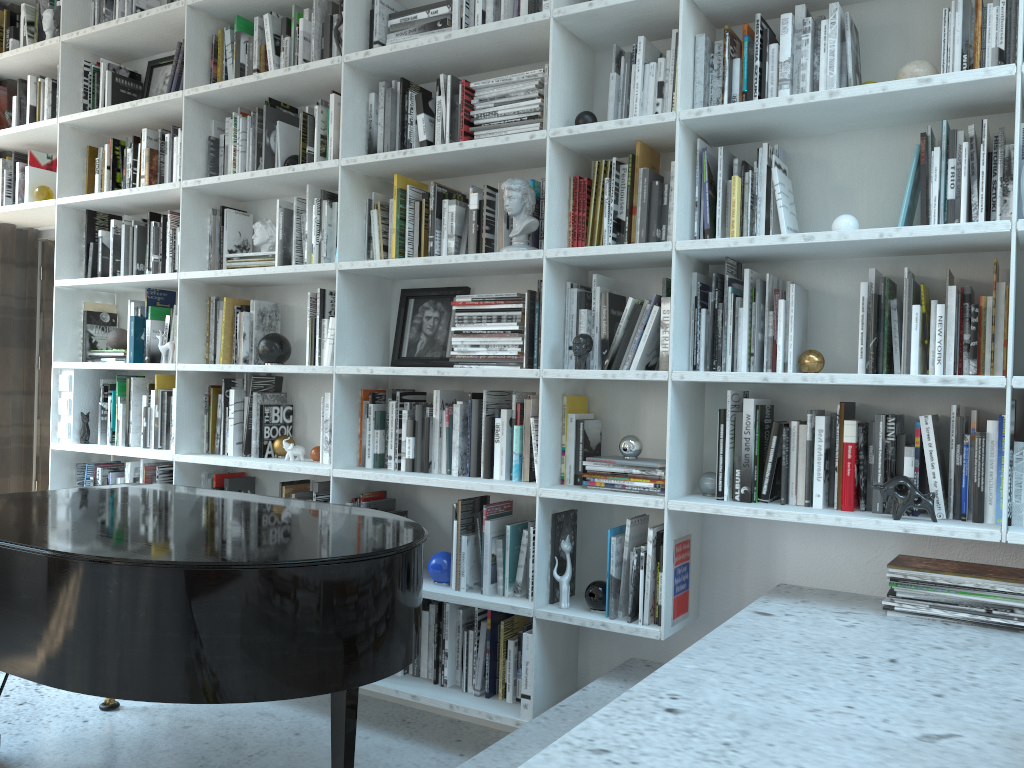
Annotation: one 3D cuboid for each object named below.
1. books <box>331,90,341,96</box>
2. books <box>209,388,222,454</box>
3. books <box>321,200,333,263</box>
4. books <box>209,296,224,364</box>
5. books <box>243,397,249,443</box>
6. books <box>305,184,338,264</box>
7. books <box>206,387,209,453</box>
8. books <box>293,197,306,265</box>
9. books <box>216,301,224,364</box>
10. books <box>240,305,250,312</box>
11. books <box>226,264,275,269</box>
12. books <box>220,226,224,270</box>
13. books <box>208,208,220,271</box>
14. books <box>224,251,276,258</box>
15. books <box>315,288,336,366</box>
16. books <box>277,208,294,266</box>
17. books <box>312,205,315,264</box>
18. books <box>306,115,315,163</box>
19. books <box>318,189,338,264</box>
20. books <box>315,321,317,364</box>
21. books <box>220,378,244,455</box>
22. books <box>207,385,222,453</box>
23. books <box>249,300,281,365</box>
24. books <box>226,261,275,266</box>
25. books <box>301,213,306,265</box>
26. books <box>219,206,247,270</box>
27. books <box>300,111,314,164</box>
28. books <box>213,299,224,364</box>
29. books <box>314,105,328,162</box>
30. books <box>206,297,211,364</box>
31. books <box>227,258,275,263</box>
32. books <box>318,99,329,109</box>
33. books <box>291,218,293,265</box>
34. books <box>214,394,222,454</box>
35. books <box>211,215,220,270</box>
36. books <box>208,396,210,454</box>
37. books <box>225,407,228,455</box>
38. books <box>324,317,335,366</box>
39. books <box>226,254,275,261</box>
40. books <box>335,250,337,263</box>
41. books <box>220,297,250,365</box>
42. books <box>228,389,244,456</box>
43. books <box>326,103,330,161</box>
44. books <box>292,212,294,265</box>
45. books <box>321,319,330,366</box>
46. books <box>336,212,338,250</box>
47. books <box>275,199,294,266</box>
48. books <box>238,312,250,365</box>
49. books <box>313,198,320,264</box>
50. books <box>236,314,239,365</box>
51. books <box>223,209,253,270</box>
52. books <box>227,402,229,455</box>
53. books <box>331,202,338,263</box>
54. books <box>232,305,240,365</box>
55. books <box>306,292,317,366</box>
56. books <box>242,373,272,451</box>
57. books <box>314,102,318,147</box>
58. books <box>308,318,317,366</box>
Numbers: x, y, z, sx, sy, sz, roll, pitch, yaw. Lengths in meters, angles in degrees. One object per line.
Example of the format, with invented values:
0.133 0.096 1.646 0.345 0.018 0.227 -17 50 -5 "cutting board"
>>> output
-0.639 -0.952 3.406 0.006 0.304 0.165 2 0 31 "books"
-1.190 0.153 3.709 0.012 0.272 0.181 2 0 31 "books"
-0.665 -0.561 3.413 0.023 0.260 0.170 2 0 31 "books"
-1.206 -0.219 3.737 0.025 0.284 0.145 2 0 31 "books"
-1.041 0.173 3.646 0.029 0.241 0.135 2 0 31 "books"
-0.741 -0.598 3.464 0.010 0.329 0.173 2 0 31 "books"
-1.228 0.151 3.755 0.013 0.275 0.147 2 0 31 "books"
-0.797 -0.577 3.488 0.012 0.286 0.167 2 0 31 "books"
-1.159 -0.207 3.707 0.036 0.263 0.166 2 0 31 "books"
-1.065 -0.197 3.674 0.028 0.248 0.142 2 0 31 "books"
-1.014 -0.470 3.626 0.254 0.012 0.161 1 0 27 "books"
-1.168 -0.548 3.730 0.034 0.209 0.136 2 0 31 "books"
-1.217 -0.587 3.758 0.012 0.285 0.159 2 0 31 "books"
-1.012 -0.519 3.626 0.285 0.012 0.159 1 0 27 "books"
-0.697 -0.213 3.442 0.012 0.298 0.166 2 0 31 "books"
-0.856 -0.559 3.520 0.030 0.247 0.174 2 0 31 "books"
-0.707 -0.555 3.438 0.028 0.247 0.170 2 0 31 "books"
-0.731 -0.910 3.439 0.006 0.216 0.181 2 0 31 "books"
-0.680 -0.582 3.421 0.011 0.301 0.178 2 0 31 "books"
-0.705 -0.210 3.451 0.011 0.291 0.156 2 0 31 "books"
-1.139 0.134 3.687 0.014 0.313 0.166 2 0 31 "books"
-1.221 0.147 3.740 0.013 0.283 0.146 2 0 31 "books"
-1.012 -0.205 3.632 0.028 0.266 0.144 2 0 31 "books"
-1.014 -0.482 3.624 0.254 0.012 0.161 1 0 26 "books"
-0.763 -0.546 3.486 0.048 0.225 0.149 2 0 31 "books"
-1.181 -0.593 3.751 0.011 0.298 0.135 2 0 31 "books"
-0.761 -0.921 3.458 0.005 0.236 0.178 2 0 31 "books"
-1.182 -0.214 3.729 0.026 0.275 0.154 2 0 31 "books"
-0.691 -0.923 3.414 0.013 0.244 0.188 2 0 31 "books"
-1.227 -0.220 3.761 0.012 0.285 0.159 2 0 31 "books"
-1.012 -0.495 3.628 0.254 0.012 0.161 1 0 28 "books"
-0.692 -0.945 3.455 0.033 0.287 0.155 2 0 31 "books"
-0.819 -0.548 3.531 0.024 0.227 0.137 2 0 31 "books"
-1.163 0.166 3.702 0.042 0.248 0.162 2 0 31 "books"
-1.205 -0.573 3.744 0.024 0.257 0.134 2 0 31 "books"
-1.205 0.170 3.727 0.030 0.239 0.157 2 0 31 "books"
-1.122 0.194 3.682 0.024 0.196 0.157 2 0 31 "books"
-0.647 -0.157 3.402 0.057 0.188 0.156 2 0 31 "books"
-1.010 -0.507 3.630 0.285 0.012 0.159 1 0 33 "books"
-0.590 -0.543 3.365 0.060 0.227 0.179 2 0 31 "books"
-1.119 -0.212 3.663 0.026 0.274 0.190 2 0 31 "books"
-1.084 0.158 3.651 0.027 0.269 0.185 2 0 31 "books"
-0.646 -0.926 3.408 0.006 0.253 0.180 2 0 31 "books"
-0.806 -0.568 3.506 0.022 0.267 0.151 2 0 31 "books"
-0.677 -0.155 3.437 0.030 0.183 0.154 2 0 31 "books"
-0.615 -0.539 3.407 0.026 0.219 0.150 2 0 31 "books"
-0.880 -0.579 3.540 0.012 0.285 0.159 2 0 31 "books"
-1.045 -0.181 3.634 0.028 0.216 0.175 2 0 31 "books"
-0.695 -0.564 3.419 0.012 0.265 0.193 2 0 31 "books"
-1.060 -0.177 3.647 0.011 0.208 0.180 2 0 31 "books"
-1.146 -0.582 3.711 0.021 0.278 0.136 2 0 31 "books"
-1.104 0.184 3.667 0.021 0.215 0.172 2 0 31 "books"
-0.635 -0.558 3.419 0.022 0.256 0.152 2 0 31 "books"
-1.092 -0.196 3.670 0.014 0.244 0.153 2 0 31 "books"
-0.740 -0.208 3.463 0.012 0.285 0.159 2 0 31 "books"
-1.053 0.124 3.663 0.013 0.339 0.138 2 0 31 "books"
-0.714 -0.939 3.455 0.005 0.275 0.157 2 0 31 "books"
-0.728 -0.158 3.450 0.025 0.186 0.154 2 0 31 "books"
